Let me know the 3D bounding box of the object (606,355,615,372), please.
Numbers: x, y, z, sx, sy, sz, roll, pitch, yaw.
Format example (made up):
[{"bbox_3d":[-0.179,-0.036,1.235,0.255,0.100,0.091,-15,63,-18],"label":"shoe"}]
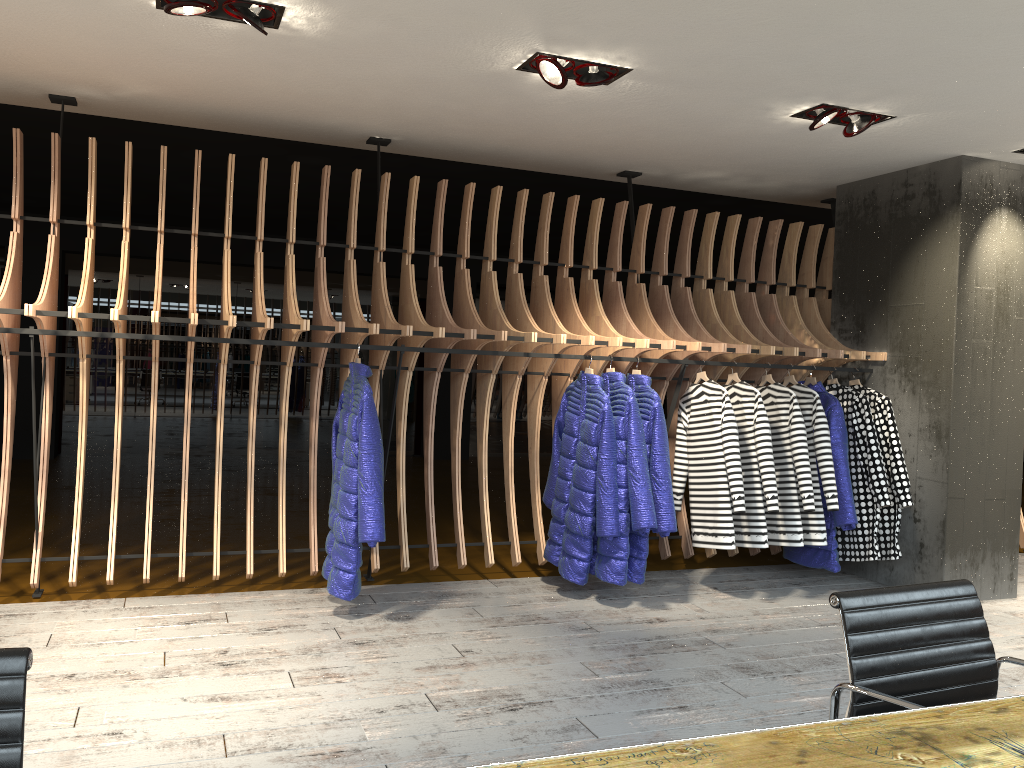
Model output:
[{"bbox_3d":[0.599,-0.033,5.344,0.012,0.291,0.523,2,1,-21],"label":"object"}]

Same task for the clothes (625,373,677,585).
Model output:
[{"bbox_3d":[0.705,0.553,5.448,0.245,1.238,0.885,2,1,-24],"label":"clothes"}]

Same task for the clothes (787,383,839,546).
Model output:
[{"bbox_3d":[1.862,0.526,5.723,0.128,1.062,0.752,2,1,-23],"label":"clothes"}]

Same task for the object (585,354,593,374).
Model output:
[{"bbox_3d":[0.456,-0.033,5.325,0.012,0.292,0.523,2,1,-21],"label":"object"}]

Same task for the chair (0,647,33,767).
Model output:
[{"bbox_3d":[-0.978,0.873,1.166,0.693,0.859,0.668,2,1,-25],"label":"chair"}]

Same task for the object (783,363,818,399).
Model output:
[{"bbox_3d":[1.833,0.020,5.808,0.012,0.313,0.518,2,1,-21],"label":"object"}]

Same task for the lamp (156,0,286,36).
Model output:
[{"bbox_3d":[-1.192,-1.578,3.627,0.492,0.294,0.269,2,1,-21],"label":"lamp"}]

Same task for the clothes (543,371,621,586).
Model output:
[{"bbox_3d":[0.378,0.546,5.407,0.242,1.260,0.880,2,1,-24],"label":"clothes"}]

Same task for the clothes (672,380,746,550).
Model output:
[{"bbox_3d":[1.231,0.505,5.480,0.128,1.062,0.752,2,1,-23],"label":"clothes"}]

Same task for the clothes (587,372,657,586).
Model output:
[{"bbox_3d":[0.567,0.548,5.310,0.249,1.246,0.884,2,1,-24],"label":"clothes"}]

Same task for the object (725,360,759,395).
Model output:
[{"bbox_3d":[1.422,0.006,5.649,0.012,0.313,0.518,2,1,-21],"label":"object"}]

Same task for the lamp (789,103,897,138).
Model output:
[{"bbox_3d":[1.783,-1.479,4.772,0.492,0.292,0.269,2,1,-21],"label":"lamp"}]

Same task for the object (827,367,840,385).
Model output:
[{"bbox_3d":[2.166,0.042,5.939,0.012,0.316,0.516,2,1,-21],"label":"object"}]

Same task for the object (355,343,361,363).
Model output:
[{"bbox_3d":[-0.837,-0.090,4.809,0.012,0.270,0.525,2,1,-21],"label":"object"}]

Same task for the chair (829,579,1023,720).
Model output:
[{"bbox_3d":[1.080,0.943,1.969,0.693,0.859,0.668,2,1,-35],"label":"chair"}]

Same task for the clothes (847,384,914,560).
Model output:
[{"bbox_3d":[2.377,0.599,5.914,0.191,1.185,0.800,2,1,-21],"label":"clothes"}]

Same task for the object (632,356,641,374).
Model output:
[{"bbox_3d":[0.760,-0.036,5.424,0.012,0.270,0.525,2,1,-21],"label":"object"}]

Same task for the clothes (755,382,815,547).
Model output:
[{"bbox_3d":[1.695,0.520,5.658,0.128,1.062,0.752,2,1,-23],"label":"clothes"}]

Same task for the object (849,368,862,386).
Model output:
[{"bbox_3d":[2.340,0.045,6.010,0.012,0.313,0.518,2,1,-21],"label":"object"}]

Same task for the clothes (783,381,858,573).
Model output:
[{"bbox_3d":[2.004,0.597,5.917,0.245,1.238,0.885,2,1,-24],"label":"clothes"}]

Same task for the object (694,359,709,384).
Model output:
[{"bbox_3d":[1.202,-0.001,5.565,0.012,0.313,0.518,2,1,-21],"label":"object"}]

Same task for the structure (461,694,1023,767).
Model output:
[{"bbox_3d":[-1.816,0.871,0.070,10.448,0.844,1.162,2,1,-21],"label":"structure"}]

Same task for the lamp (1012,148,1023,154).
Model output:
[{"bbox_3d":[3.289,-1.427,5.287,0.492,0.292,0.269,2,1,-15],"label":"lamp"}]

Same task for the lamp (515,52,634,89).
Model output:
[{"bbox_3d":[0.295,-1.532,4.200,0.492,0.286,0.269,2,1,-21],"label":"lamp"}]

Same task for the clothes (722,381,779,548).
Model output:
[{"bbox_3d":[1.450,0.512,5.564,0.128,1.062,0.752,2,1,-23],"label":"clothes"}]

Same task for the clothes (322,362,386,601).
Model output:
[{"bbox_3d":[-0.892,0.499,4.833,0.245,1.238,0.885,2,1,-24],"label":"clothes"}]

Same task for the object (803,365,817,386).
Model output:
[{"bbox_3d":[1.999,0.005,5.934,0.012,0.270,0.525,2,1,-21],"label":"object"}]

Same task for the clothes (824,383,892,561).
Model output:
[{"bbox_3d":[2.205,0.593,5.838,0.191,1.187,0.807,2,1,-20],"label":"clothes"}]

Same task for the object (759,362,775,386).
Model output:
[{"bbox_3d":[1.666,0.014,5.743,0.012,0.313,0.518,2,1,-21],"label":"object"}]
